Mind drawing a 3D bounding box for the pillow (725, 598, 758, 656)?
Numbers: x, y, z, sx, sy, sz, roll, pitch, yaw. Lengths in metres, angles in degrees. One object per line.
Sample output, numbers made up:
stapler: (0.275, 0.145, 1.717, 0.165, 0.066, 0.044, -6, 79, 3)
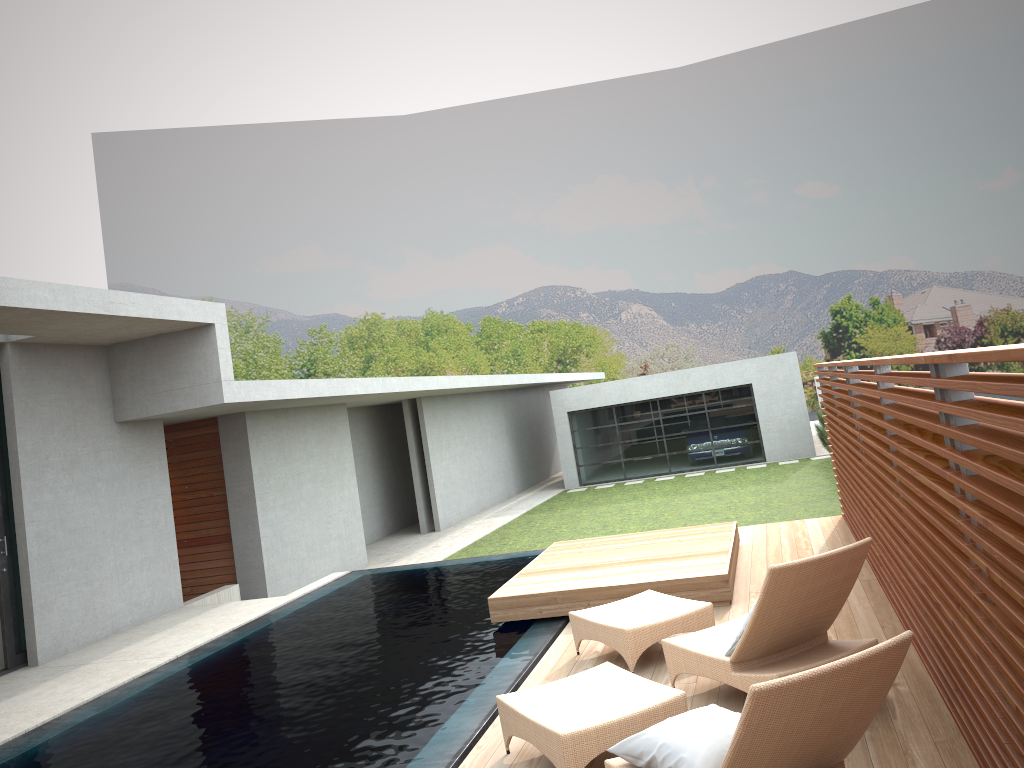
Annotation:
pillow: (1.484, 1.219, 4.769, 0.611, 0.431, 0.422, -7, -4, -27)

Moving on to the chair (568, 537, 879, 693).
chair: (1.169, 1.359, 5.443, 0.703, 0.833, 2.271, -7, -3, -25)

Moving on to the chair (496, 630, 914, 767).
chair: (0.666, 1.396, 3.841, 0.703, 0.833, 2.271, -7, -3, -25)

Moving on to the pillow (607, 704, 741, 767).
pillow: (0.780, 1.427, 3.517, 0.598, 0.196, 0.587, -8, -2, -28)
